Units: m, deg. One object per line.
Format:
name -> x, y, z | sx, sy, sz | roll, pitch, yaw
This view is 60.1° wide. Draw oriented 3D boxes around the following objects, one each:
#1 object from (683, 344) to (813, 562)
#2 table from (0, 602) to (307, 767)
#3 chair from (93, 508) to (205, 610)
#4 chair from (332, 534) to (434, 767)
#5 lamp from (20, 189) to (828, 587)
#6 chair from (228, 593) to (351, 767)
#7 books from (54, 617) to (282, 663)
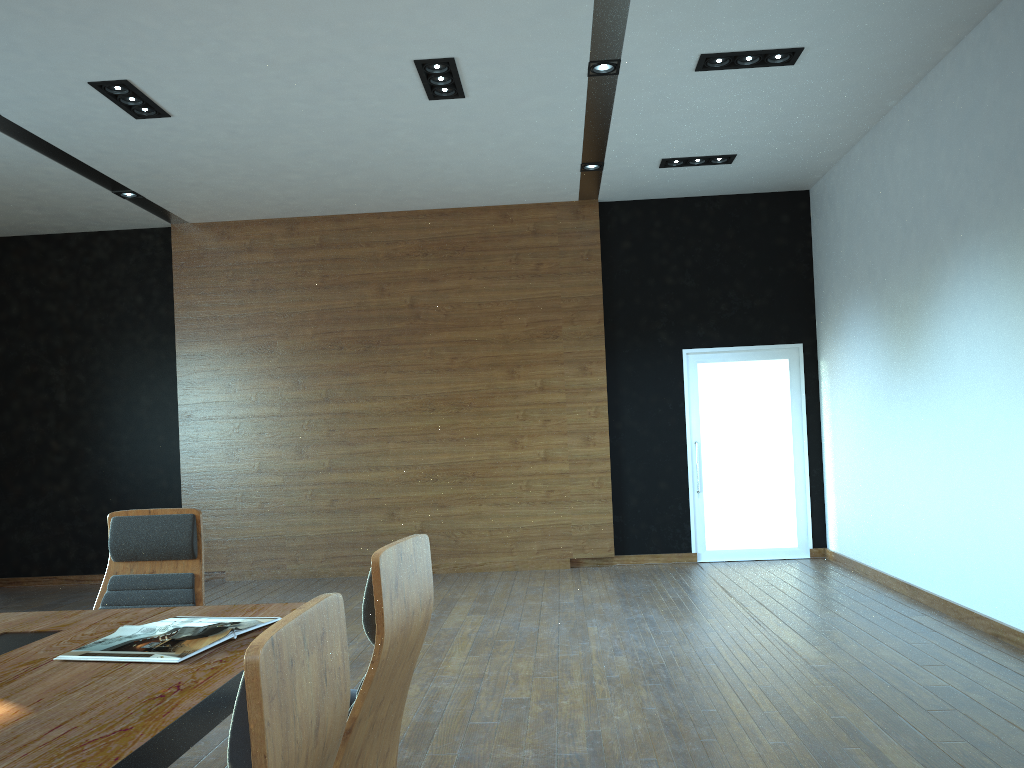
object -> 2.381, 0.704, 9.020 | 1.197, 2.158, 0.200 | -3, -1, 3
table -> -1.647, 1.052, 0.421 | 1.785, 0.796, 5.549 | -3, -3, 3
chair -> -1.469, 1.056, 3.307 | 0.706, 1.127, 0.696 | -3, -2, 6
chair -> -0.538, 0.944, 2.119 | 0.696, 1.127, 0.707 | -3, -2, 10
lamp -> -1.733, -0.039, 6.648 | 9.392, 3.704, 16.706 | -3, -3, 3
chair -> -0.581, 0.894, 1.252 | 0.696, 1.127, 0.707 | -3, -2, 4
books -> -0.992, 0.736, 2.625 | 0.389, 0.033, 0.545 | -3, -4, 15
